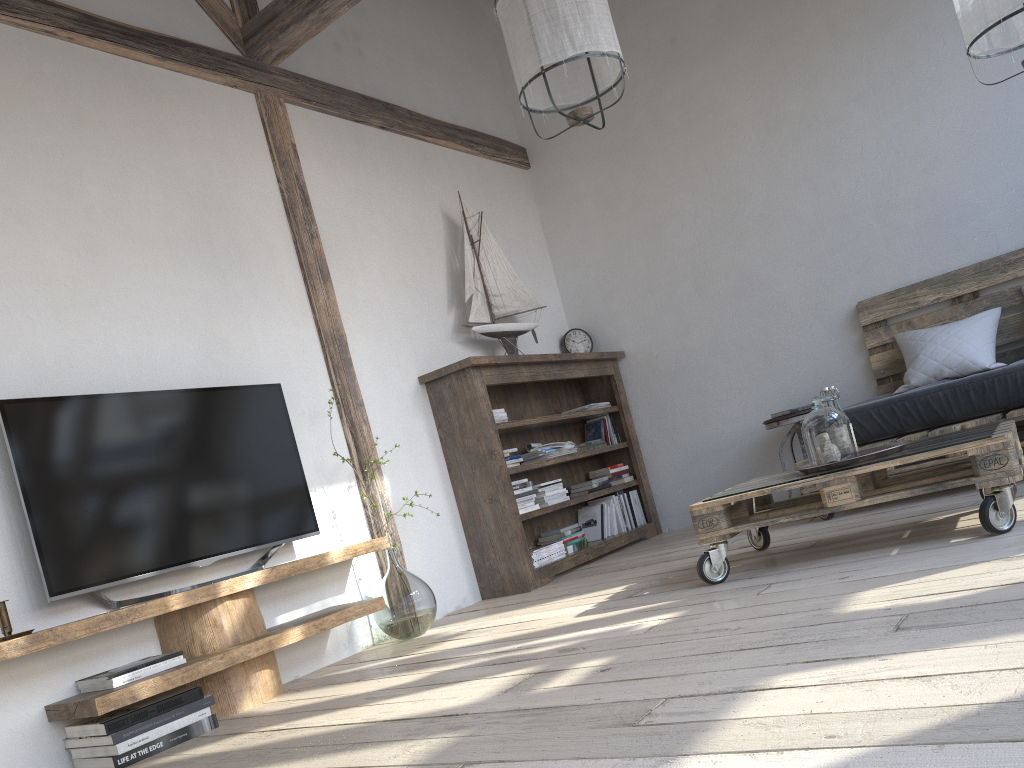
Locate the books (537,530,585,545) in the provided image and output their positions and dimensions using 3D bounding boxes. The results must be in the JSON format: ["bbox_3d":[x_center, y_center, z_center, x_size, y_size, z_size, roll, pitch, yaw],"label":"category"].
[{"bbox_3d":[0.274,0.856,4.907,0.176,0.013,0.227,-20,-9,37],"label":"books"}]

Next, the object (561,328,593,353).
[{"bbox_3d":[0.416,-0.251,5.623,0.203,0.209,0.083,-14,-1,-19],"label":"object"}]

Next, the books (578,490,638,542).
[{"bbox_3d":[0.558,0.796,5.321,0.205,0.247,0.406,-17,-5,34],"label":"books"}]

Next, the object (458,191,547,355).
[{"bbox_3d":[-0.083,-0.587,4.916,0.143,0.989,0.779,-15,-2,39],"label":"object"}]

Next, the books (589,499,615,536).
[{"bbox_3d":[0.537,0.809,5.245,0.160,0.211,0.089,-16,-2,35],"label":"books"}]

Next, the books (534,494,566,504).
[{"bbox_3d":[0.176,0.638,4.805,0.160,0.017,0.217,-19,-8,34],"label":"books"}]

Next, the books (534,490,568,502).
[{"bbox_3d":[0.182,0.621,4.818,0.160,0.017,0.217,-20,-9,39],"label":"books"}]

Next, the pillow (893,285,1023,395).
[{"bbox_3d":[2.366,-0.278,4.156,1.149,0.354,0.347,-19,-5,35],"label":"pillow"}]

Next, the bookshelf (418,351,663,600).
[{"bbox_3d":[0.266,0.446,4.981,0.353,1.170,1.606,-15,-4,34],"label":"bookshelf"}]

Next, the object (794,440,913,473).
[{"bbox_3d":[1.178,0.256,3.044,0.390,0.021,0.402,-10,-8,-36],"label":"object"}]

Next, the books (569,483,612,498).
[{"bbox_3d":[0.469,0.636,5.249,0.155,0.024,0.225,-21,-9,43],"label":"books"}]

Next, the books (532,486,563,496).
[{"bbox_3d":[0.174,0.591,4.810,0.142,0.018,0.183,-19,-8,34],"label":"books"}]

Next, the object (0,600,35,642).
[{"bbox_3d":[-1.468,0.685,2.545,0.141,0.112,0.139,-16,-4,17],"label":"object"}]

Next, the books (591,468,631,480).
[{"bbox_3d":[0.616,0.567,5.462,0.164,0.026,0.200,-21,-9,42],"label":"books"}]

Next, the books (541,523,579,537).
[{"bbox_3d":[0.268,0.815,4.911,0.135,0.021,0.197,-19,-8,33],"label":"books"}]

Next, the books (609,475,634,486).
[{"bbox_3d":[0.627,0.615,5.458,0.222,0.030,0.160,-18,-7,27],"label":"books"}]

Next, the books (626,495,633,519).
[{"bbox_3d":[0.662,0.799,5.454,0.160,0.219,0.021,-16,-1,35],"label":"books"}]

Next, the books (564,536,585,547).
[{"bbox_3d":[0.290,0.889,4.892,0.160,0.021,0.222,-19,-8,30],"label":"books"}]

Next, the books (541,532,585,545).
[{"bbox_3d":[0.284,0.869,4.892,0.160,0.021,0.222,-19,-8,35],"label":"books"}]

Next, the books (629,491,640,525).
[{"bbox_3d":[0.699,0.796,5.509,0.160,0.219,0.021,-16,-1,35],"label":"books"}]

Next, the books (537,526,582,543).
[{"bbox_3d":[0.268,0.838,4.907,0.177,0.025,0.219,-19,-8,29],"label":"books"}]

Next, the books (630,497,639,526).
[{"bbox_3d":[0.707,0.808,5.481,0.142,0.184,0.018,-17,-1,35],"label":"books"}]

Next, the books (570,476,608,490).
[{"bbox_3d":[0.462,0.592,5.258,0.154,0.024,0.226,-19,-8,30],"label":"books"}]

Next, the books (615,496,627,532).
[{"bbox_3d":[0.595,0.800,5.322,0.160,0.219,0.017,-16,-1,35],"label":"books"}]

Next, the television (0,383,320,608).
[{"bbox_3d":[-1.162,0.367,3.101,0.210,0.703,1.091,-15,-4,34],"label":"television"}]

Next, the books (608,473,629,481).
[{"bbox_3d":[0.612,0.592,5.456,0.207,0.021,0.149,-18,-7,24],"label":"books"}]

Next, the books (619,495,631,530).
[{"bbox_3d":[0.630,0.799,5.383,0.160,0.219,0.021,-16,-1,35],"label":"books"}]

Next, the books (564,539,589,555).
[{"bbox_3d":[0.295,0.918,4.891,0.176,0.038,0.221,-19,-8,34],"label":"books"}]

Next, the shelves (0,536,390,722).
[{"bbox_3d":[-0.974,0.912,3.085,0.336,0.448,1.586,-16,-6,34],"label":"shelves"}]

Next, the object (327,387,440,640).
[{"bbox_3d":[-0.526,0.547,3.887,0.278,1.117,0.511,-15,-1,21],"label":"object"}]

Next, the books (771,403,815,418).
[{"bbox_3d":[1.536,0.144,4.794,0.202,0.021,0.152,-11,-7,-26],"label":"books"}]

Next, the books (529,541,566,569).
[{"bbox_3d":[0.110,0.907,4.608,0.242,0.088,0.313,-19,-8,34],"label":"books"}]

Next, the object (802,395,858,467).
[{"bbox_3d":[1.072,0.160,3.006,0.156,0.246,0.156,-15,-2,3],"label":"object"}]

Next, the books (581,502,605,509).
[{"bbox_3d":[0.485,0.823,5.227,0.160,0.205,0.106,-17,-2,34],"label":"books"}]

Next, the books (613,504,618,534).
[{"bbox_3d":[0.563,0.821,5.271,0.142,0.183,0.064,-17,-2,35],"label":"books"}]

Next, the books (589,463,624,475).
[{"bbox_3d":[0.588,0.531,5.484,0.145,0.019,0.199,-19,-8,34],"label":"books"}]

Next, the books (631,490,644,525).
[{"bbox_3d":[0.726,0.790,5.517,0.160,0.219,0.021,-16,-1,35],"label":"books"}]

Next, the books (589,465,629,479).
[{"bbox_3d":[0.601,0.546,5.459,0.160,0.021,0.216,-20,-9,38],"label":"books"}]

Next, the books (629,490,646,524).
[{"bbox_3d":[0.743,0.788,5.539,0.160,0.220,0.035,-16,-1,35],"label":"books"}]

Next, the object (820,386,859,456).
[{"bbox_3d":[1.162,0.141,3.141,0.072,0.267,0.152,-15,-1,34],"label":"object"}]

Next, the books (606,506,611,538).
[{"bbox_3d":[0.521,0.828,5.218,0.142,0.174,0.093,-17,-2,34],"label":"books"}]

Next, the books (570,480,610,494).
[{"bbox_3d":[0.466,0.614,5.256,0.162,0.023,0.209,-19,-8,34],"label":"books"}]

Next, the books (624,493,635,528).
[{"bbox_3d":[0.657,0.795,5.413,0.160,0.219,0.017,-16,-1,35],"label":"books"}]
